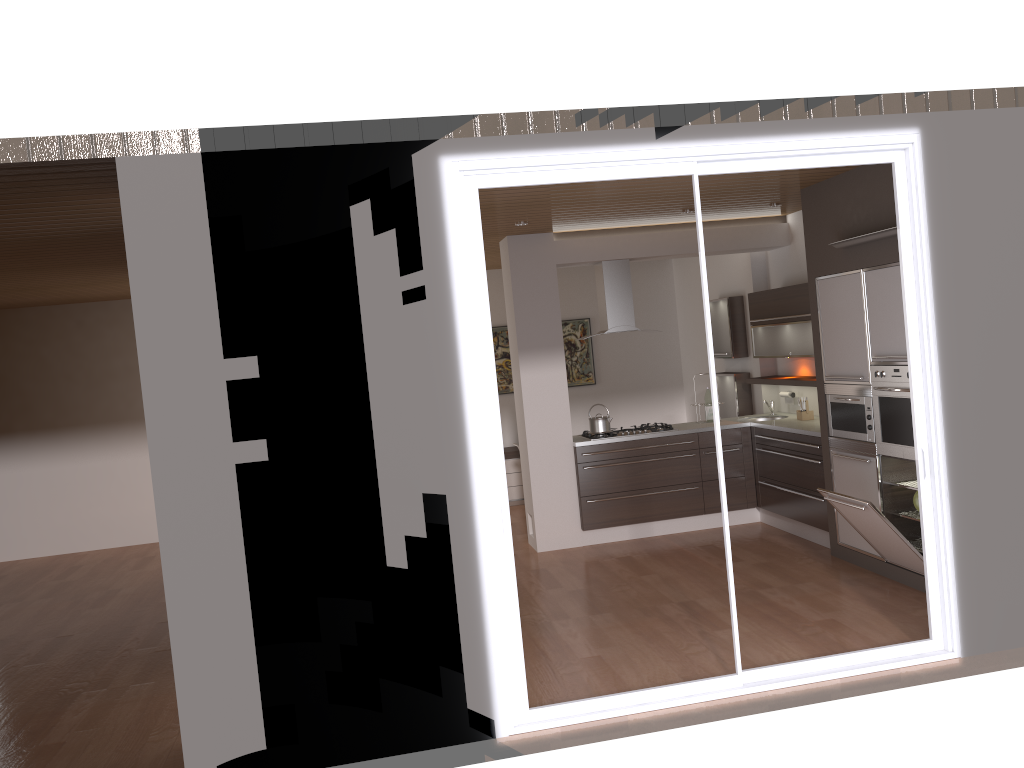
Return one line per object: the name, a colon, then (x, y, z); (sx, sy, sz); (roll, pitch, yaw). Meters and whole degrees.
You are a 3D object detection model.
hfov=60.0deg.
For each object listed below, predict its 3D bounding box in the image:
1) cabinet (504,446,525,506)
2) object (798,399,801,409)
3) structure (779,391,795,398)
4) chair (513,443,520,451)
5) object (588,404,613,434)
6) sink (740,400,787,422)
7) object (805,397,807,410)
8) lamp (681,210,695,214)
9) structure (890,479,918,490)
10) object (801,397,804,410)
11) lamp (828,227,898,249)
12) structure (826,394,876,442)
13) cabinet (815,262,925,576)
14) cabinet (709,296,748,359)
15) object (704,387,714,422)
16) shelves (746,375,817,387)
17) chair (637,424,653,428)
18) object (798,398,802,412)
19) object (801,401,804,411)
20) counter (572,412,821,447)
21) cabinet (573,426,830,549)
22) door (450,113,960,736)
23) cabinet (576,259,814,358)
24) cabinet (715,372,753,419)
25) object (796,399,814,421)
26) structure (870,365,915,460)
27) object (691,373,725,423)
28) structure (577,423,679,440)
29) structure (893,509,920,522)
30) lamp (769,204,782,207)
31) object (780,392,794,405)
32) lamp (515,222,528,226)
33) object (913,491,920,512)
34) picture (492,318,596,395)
cabinet: (0.471, 1.002, 10.296); (1.740, 0.608, 0.540); (-6, 2, -10)
object: (2.469, 0.218, 7.575); (0.019, 0.178, 0.044); (-7, 3, -35)
structure: (2.539, 0.095, 8.111); (0.087, 0.049, 0.237); (-6, 2, -9)
chair: (0.350, 0.962, 8.548); (0.608, 0.847, 0.491); (-6, 2, -5)
object: (0.761, 0.297, 7.732); (0.221, 0.251, 0.221); (-6, 2, -17)
sink: (2.268, 0.328, 8.054); (0.450, 0.347, 0.494); (-6, 2, -4)
object: (2.505, 0.203, 7.548); (0.042, 0.192, 0.040); (-4, 3, 38)
lamp: (1.393, -1.388, 7.033); (0.102, 0.055, 0.102); (-7, 3, -38)
structure: (2.786, 0.640, 5.618); (0.479, 0.012, 0.583); (-6, 2, -10)
object: (2.486, 0.207, 7.569); (0.018, 0.196, 0.022); (-6, 2, -8)
lamp: (2.258, -0.914, 5.471); (0.139, 0.033, 1.020); (-6, 2, -10)
structure: (2.330, 0.232, 6.133); (0.049, 0.301, 0.569); (-6, 2, -10)
cabinet: (2.509, 0.214, 5.560); (1.047, 1.948, 1.796); (-6, 2, -10)
cabinet: (2.073, -0.550, 8.874); (0.172, 0.600, 0.619); (-7, 2, -24)
object: (1.810, 0.188, 8.138); (0.091, 0.319, 0.091); (-5, 2, 25)
shelves: (2.531, -0.024, 7.514); (0.313, 0.050, 1.850); (-6, 2, -10)
chair: (1.238, 0.862, 8.894); (0.608, 0.847, 0.491); (-7, 3, -40)
object: (2.456, 0.207, 7.548); (0.042, 0.192, 0.040); (-4, 3, 37)
object: (2.474, 0.209, 7.550); (0.023, 0.196, 0.018); (-6, 2, -8)
counter: (1.652, 0.414, 7.368); (2.150, 0.036, 1.850); (-6, 2, -10)
cabinet: (1.696, 0.865, 7.386); (2.150, 0.870, 1.850); (-6, 2, -10)
door: (0.973, 0.138, 4.221); (2.300, 2.700, 0.101); (-6, 2, -10)
cabinet: (1.634, -0.667, 7.396); (2.058, 1.032, 1.399); (-6, 2, -6)
cabinet: (2.201, 0.189, 8.932); (0.194, 0.600, 0.598); (-6, 2, -10)
object: (2.507, 0.218, 7.598); (0.100, 0.170, 0.173); (-5, 2, 2)
structure: (2.413, 0.178, 5.542); (0.066, 0.583, 0.582); (-6, 2, -10)
object: (1.799, 0.123, 8.189); (0.291, 0.453, 0.210); (-6, 2, -5)
structure: (1.024, 0.414, 7.899); (0.797, 0.047, 0.494); (-6, 2, -10)
structure: (2.805, 0.837, 5.626); (0.479, 0.012, 0.583); (-6, 2, -10)
lamp: (2.123, -1.464, 7.160); (0.102, 0.055, 0.102); (-5, 2, 18)
object: (2.515, 0.131, 8.123); (0.053, 0.119, 0.165); (-6, 2, -10)
lamp: (0.070, -1.250, 6.803); (0.102, 0.055, 0.102); (-7, 2, -27)
object: (2.673, 0.752, 5.706); (0.042, 0.173, 0.177); (-8, 3, -45)
picture: (0.345, -0.327, 10.526); (1.277, 0.801, 0.018); (-6, 2, -10)
